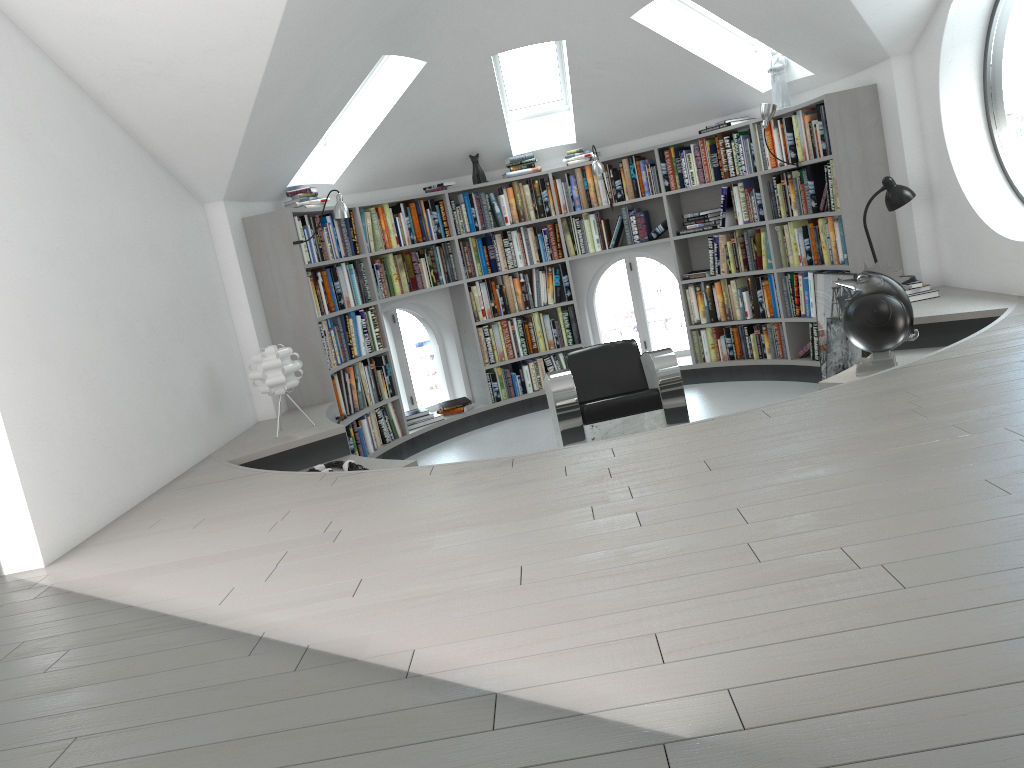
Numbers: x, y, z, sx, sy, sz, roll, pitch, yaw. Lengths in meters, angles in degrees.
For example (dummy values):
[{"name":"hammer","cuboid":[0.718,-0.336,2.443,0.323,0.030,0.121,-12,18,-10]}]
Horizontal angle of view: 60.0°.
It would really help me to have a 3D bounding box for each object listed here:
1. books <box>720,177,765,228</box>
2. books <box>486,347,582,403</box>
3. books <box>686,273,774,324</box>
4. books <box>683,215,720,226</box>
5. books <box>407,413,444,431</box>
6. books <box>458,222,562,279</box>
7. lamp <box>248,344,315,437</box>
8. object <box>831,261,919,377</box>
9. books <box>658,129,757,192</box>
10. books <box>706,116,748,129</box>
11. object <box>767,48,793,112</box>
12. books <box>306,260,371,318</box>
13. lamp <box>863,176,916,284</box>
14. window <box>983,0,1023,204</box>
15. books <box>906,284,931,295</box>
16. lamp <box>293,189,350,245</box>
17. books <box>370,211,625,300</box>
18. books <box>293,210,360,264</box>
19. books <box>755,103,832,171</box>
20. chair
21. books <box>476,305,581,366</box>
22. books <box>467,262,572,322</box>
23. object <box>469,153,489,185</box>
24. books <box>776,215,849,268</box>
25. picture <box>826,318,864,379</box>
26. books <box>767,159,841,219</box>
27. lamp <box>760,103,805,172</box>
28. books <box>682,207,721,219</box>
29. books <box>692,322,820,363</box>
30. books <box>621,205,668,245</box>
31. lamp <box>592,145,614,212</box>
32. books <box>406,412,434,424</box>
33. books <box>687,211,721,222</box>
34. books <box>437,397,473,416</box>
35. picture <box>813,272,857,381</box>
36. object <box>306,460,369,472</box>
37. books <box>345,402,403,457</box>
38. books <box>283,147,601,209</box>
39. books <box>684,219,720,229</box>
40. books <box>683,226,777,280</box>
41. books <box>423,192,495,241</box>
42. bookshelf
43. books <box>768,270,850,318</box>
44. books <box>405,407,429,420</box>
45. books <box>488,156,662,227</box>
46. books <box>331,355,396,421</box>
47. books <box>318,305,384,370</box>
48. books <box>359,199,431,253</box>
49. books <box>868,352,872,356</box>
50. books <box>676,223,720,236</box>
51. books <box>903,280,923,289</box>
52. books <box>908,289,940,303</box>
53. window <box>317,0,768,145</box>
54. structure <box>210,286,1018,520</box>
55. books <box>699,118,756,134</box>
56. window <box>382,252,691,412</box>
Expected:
[{"name":"books","cuboid":[1.919,-1.471,7.104,0.257,0.349,0.553,-19,11,-40]},{"name":"books","cuboid":[0.199,-0.094,7.980,1.020,0.305,0.288,-14,9,-12]},{"name":"books","cuboid":[1.865,-0.721,7.395,0.871,0.349,0.273,-3,12,44]},{"name":"books","cuboid":[1.635,-1.383,7.472,0.270,0.031,0.285,-19,11,-36]},{"name":"books","cuboid":[-0.824,0.318,7.567,0.367,0.042,0.388,-17,11,-30]},{"name":"books","cuboid":[-0.034,-1.192,7.874,1.029,0.358,0.301,-13,9,-11]},{"name":"lamp","cuboid":[-1.379,0.031,5.287,0.306,0.523,0.306,-13,8,-8]},{"name":"object","cuboid":[1.838,-0.341,4.476,0.321,0.560,0.321,-15,9,-23]},{"name":"books","cuboid":[1.648,-1.836,7.231,0.307,0.366,0.968,-19,12,-42]},{"name":"books","cuboid":[1.730,-2.101,7.138,0.234,0.027,0.248,-16,10,-24]},{"name":"object","cuboid":[1.962,-2.245,6.539,0.179,0.471,0.180,-10,8,12]},{"name":"books","cuboid":[-1.414,-0.698,6.640,0.302,0.346,1.094,-9,10,19]},{"name":"lamp","cuboid":[2.338,-0.945,5.449,0.322,0.658,0.235,-9,8,19]},{"name":"window","cuboid":[2.853,-1.531,4.562,0.104,1.464,1.477,-11,9,4]},{"name":"books","cuboid":[2.379,-0.575,5.507,0.286,0.034,0.305,-13,9,-6]},{"name":"lamp","cuboid":[-1.325,-1.152,6.092,0.414,0.311,0.117,-12,8,0]},{"name":"books","cuboid":[-0.183,-1.118,7.652,2.533,0.369,0.592,-14,9,-16]},{"name":"books","cuboid":[-1.485,-1.071,6.568,0.300,0.360,1.038,-9,10,19]},{"name":"books","cuboid":[2.137,-1.791,6.372,0.293,0.361,1.016,-14,9,-14]},{"name":"chair","cuboid":[0.675,0.118,5.932,0.823,0.717,0.744,-12,9,-2]},{"name":"books","cuboid":[0.142,-0.450,7.939,1.033,0.356,0.293,-14,9,-12]},{"name":"books","cuboid":[0.051,-0.821,7.883,0.999,0.350,0.298,-14,9,-13]},{"name":"object","cuboid":[-0.290,-1.865,7.704,0.147,0.264,0.202,-12,8,0]},{"name":"books","cuboid":[2.301,-1.047,6.459,0.276,0.346,1.023,-13,9,-11]},{"name":"picture","cuboid":[2.289,-0.162,6.102,0.107,0.553,0.491,-13,8,-6]},{"name":"books","cuboid":[2.216,-1.418,6.412,0.280,0.357,1.055,-13,9,-11]},{"name":"lamp","cuboid":[1.931,-1.754,6.301,0.275,0.523,0.113,-13,8,-6]},{"name":"books","cuboid":[1.622,-1.444,7.464,0.270,0.031,0.286,-14,10,-16]},{"name":"books","cuboid":[2.094,-0.360,7.203,0.361,0.310,1.497,-18,11,-34]},{"name":"books","cuboid":[1.185,-1.410,7.674,0.398,0.339,0.225,-8,9,23]},{"name":"lamp","cuboid":[0.750,-1.727,7.480,0.113,0.564,0.359,-10,8,10]},{"name":"books","cuboid":[-0.831,0.286,7.562,0.270,0.031,0.286,-15,10,-20]},{"name":"books","cuboid":[1.629,-1.413,7.468,0.214,0.036,0.226,-19,11,-36]},{"name":"books","cuboid":[-0.496,0.199,7.715,0.318,0.099,0.293,-11,9,5]},{"name":"picture","cuboid":[2.306,-0.355,6.255,0.090,0.860,0.580,-13,8,-6]},{"name":"object","cuboid":[-0.932,0.466,4.712,0.219,0.082,0.473,-18,11,-33]},{"name":"books","cuboid":[-1.170,0.378,6.820,0.282,0.318,0.923,-8,10,22]},{"name":"books","cuboid":[-0.567,-1.708,7.373,2.823,0.173,0.748,-16,10,-26]},{"name":"books","cuboid":[1.641,-1.353,7.476,0.285,0.031,0.271,-4,12,38]},{"name":"books","cuboid":[1.840,-1.090,7.276,0.973,0.351,0.253,-2,12,45]},{"name":"books","cuboid":[-0.494,-1.458,7.699,0.684,0.345,0.265,-15,9,-20]},{"name":"bookshelf","cuboid":[0.491,-0.823,7.094,4.331,1.873,2.118,-11,9,3]},{"name":"books","cuboid":[2.347,-0.682,6.573,0.304,0.357,1.186,-14,9,-15]},{"name":"books","cuboid":[-0.837,0.255,7.558,0.214,0.036,0.227,-15,10,-20]},{"name":"books","cuboid":[0.552,-1.696,7.761,1.564,0.365,0.395,-10,9,9]},{"name":"books","cuboid":[-1.264,0.256,6.477,0.390,0.693,1.649,-10,9,13]},{"name":"books","cuboid":[-1.307,-0.334,6.652,0.260,0.358,1.025,-9,10,20]},{"name":"books","cuboid":[-1.040,-1.293,7.320,0.796,0.371,0.269,-20,12,-43]},{"name":"books","cuboid":[2.411,-0.140,5.503,0.272,0.297,1.153,-9,10,17]},{"name":"books","cuboid":[1.648,-1.321,7.481,0.387,0.042,0.367,-3,13,43]},{"name":"books","cuboid":[2.373,-0.607,5.503,0.269,0.031,0.287,-10,10,13]},{"name":"books","cuboid":[2.387,-0.540,5.512,0.365,0.042,0.390,-11,9,3]},{"name":"window","cuboid":[0.134,-2.536,6.860,4.053,0.710,1.941,-11,9,3]},{"name":"structure","cuboid":[0.605,0.155,5.832,4.732,0.690,4.706,-20,12,-41]},{"name":"books","cuboid":[1.736,-2.073,7.142,0.318,0.036,0.336,-18,11,-34]},{"name":"window","cuboid":[0.096,-0.461,8.024,3.235,1.146,0.619,-13,8,-11]}]
